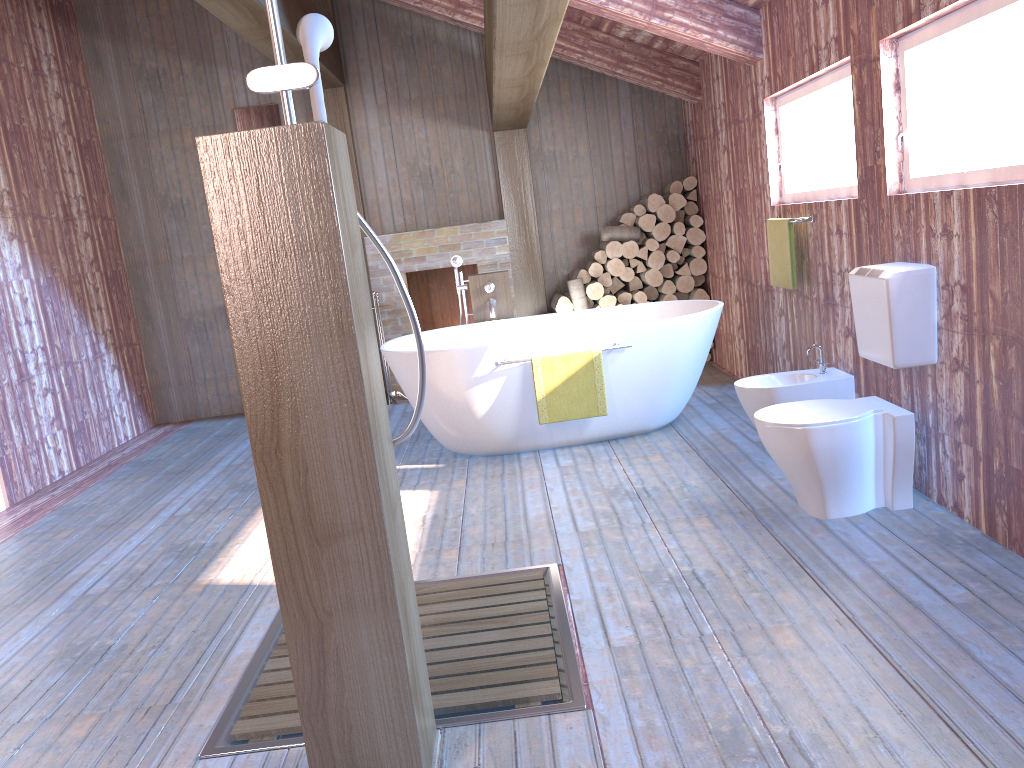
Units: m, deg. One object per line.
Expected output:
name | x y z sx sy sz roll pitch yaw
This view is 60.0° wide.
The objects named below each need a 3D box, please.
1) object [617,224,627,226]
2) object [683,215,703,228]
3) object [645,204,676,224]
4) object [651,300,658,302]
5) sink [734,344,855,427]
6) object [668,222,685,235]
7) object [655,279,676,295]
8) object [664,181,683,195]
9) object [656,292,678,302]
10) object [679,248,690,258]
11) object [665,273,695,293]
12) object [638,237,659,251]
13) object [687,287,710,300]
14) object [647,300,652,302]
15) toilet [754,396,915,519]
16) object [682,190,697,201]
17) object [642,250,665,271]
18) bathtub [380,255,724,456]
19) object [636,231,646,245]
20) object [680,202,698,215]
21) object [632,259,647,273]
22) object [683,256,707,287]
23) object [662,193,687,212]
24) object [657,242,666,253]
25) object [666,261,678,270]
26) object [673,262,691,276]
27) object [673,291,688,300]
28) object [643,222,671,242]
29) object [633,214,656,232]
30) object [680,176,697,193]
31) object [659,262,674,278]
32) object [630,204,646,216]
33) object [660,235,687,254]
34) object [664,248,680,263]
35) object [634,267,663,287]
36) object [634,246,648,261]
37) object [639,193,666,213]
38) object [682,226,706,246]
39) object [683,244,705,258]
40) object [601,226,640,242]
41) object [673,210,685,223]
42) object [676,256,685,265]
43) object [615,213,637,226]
object | 0.857 -1.198 7.023 0.113 0.130 0.291 -7 10 1
object | 1.394 -1.274 6.925 0.102 0.109 0.438 -7 10 1
object | 1.154 -1.323 6.913 0.141 0.143 0.437 -8 10 -2
object | 1.131 -0.603 7.033 0.115 0.112 0.423 -7 10 0
sink | 1.324 0.084 4.209 0.515 0.517 0.335 -7 10 1
object | 1.268 -1.215 6.931 0.089 0.106 0.437 -7 10 1
object | 1.200 -0.770 6.983 0.114 0.113 0.301 -8 10 -2
object | 1.258 -1.515 6.917 0.104 0.121 0.270 -7 10 1
object | 1.216 -0.664 6.997 0.116 0.117 0.289 -8 10 -2
object | 1.356 -1.046 7.009 0.088 0.092 0.280 -7 10 1
object | 1.323 -0.801 7.013 0.137 0.133 0.437 -8 10 -2
object | 1.063 -1.098 6.945 0.102 0.109 0.438 -7 10 1
object | 1.440 -0.703 7.046 0.139 0.137 0.455 -8 10 -2
object | 1.097 -0.631 7.014 0.054 0.056 0.146 -7 10 0
toilet | 1.227 0.291 3.447 0.534 0.400 0.375 -7 10 1
object | 1.375 -1.471 6.944 0.081 0.100 0.281 -7 10 0
object | 1.101 -0.976 6.970 0.136 0.157 0.439 -7 10 1
bathtub | 0.220 -0.239 5.157 1.935 1.109 1.460 -3 11 22
object | 0.982 -1.167 7.033 0.121 0.124 0.291 -7 10 1
object | 1.379 -1.373 6.945 0.107 0.115 0.269 -7 10 1
object | 0.999 -0.931 6.979 0.085 0.096 0.280 -7 10 1
object | 1.428 -0.885 7.003 0.137 0.256 0.439 -7 10 1
object | 1.251 -1.415 6.919 0.133 0.142 0.456 -7 10 1
object | 1.143 -1.058 6.935 0.095 0.090 0.278 -7 10 2
object | 1.249 -0.931 6.968 0.065 0.069 0.177 -7 10 -1
object | 1.309 -0.914 6.985 0.115 0.112 0.423 -7 10 0
object | 1.325 -0.701 7.124 0.118 0.106 0.319 -8 10 -2
object | 1.131 -1.185 6.936 0.143 0.151 0.440 -7 10 0
object | 1.022 -1.263 6.938 0.139 0.148 0.458 -7 10 1
object | 1.361 -1.552 6.914 0.112 0.113 0.271 -7 10 0
object | 1.184 -0.896 6.972 0.111 0.118 0.302 -7 10 -1
object | 0.978 -1.350 6.893 0.094 0.097 0.227 -7 10 1
object | 1.250 -1.101 6.981 0.172 0.151 0.482 -7 10 1
object | 1.226 -1.012 6.965 0.102 0.109 0.438 -7 10 1
object | 1.074 -0.849 6.991 0.141 0.143 0.437 -8 10 -2
object | 0.983 -1.017 6.957 0.109 0.124 0.424 -7 10 0
object | 1.091 -1.409 6.914 0.135 0.139 0.456 -7 10 1
object | 1.395 -1.163 6.948 0.147 0.152 0.439 -7 10 1
object | 1.419 -1.047 6.965 0.102 0.109 0.438 -7 10 1
object | 0.836 -1.157 6.830 0.302 0.157 0.121 -7 10 1
object | 1.278 -1.317 7.018 0.132 0.119 0.319 -7 10 2
object | 1.304 -0.975 6.962 0.067 0.069 0.177 -7 10 0
object | 0.900 -1.288 7.010 0.140 0.121 0.319 -7 10 2
